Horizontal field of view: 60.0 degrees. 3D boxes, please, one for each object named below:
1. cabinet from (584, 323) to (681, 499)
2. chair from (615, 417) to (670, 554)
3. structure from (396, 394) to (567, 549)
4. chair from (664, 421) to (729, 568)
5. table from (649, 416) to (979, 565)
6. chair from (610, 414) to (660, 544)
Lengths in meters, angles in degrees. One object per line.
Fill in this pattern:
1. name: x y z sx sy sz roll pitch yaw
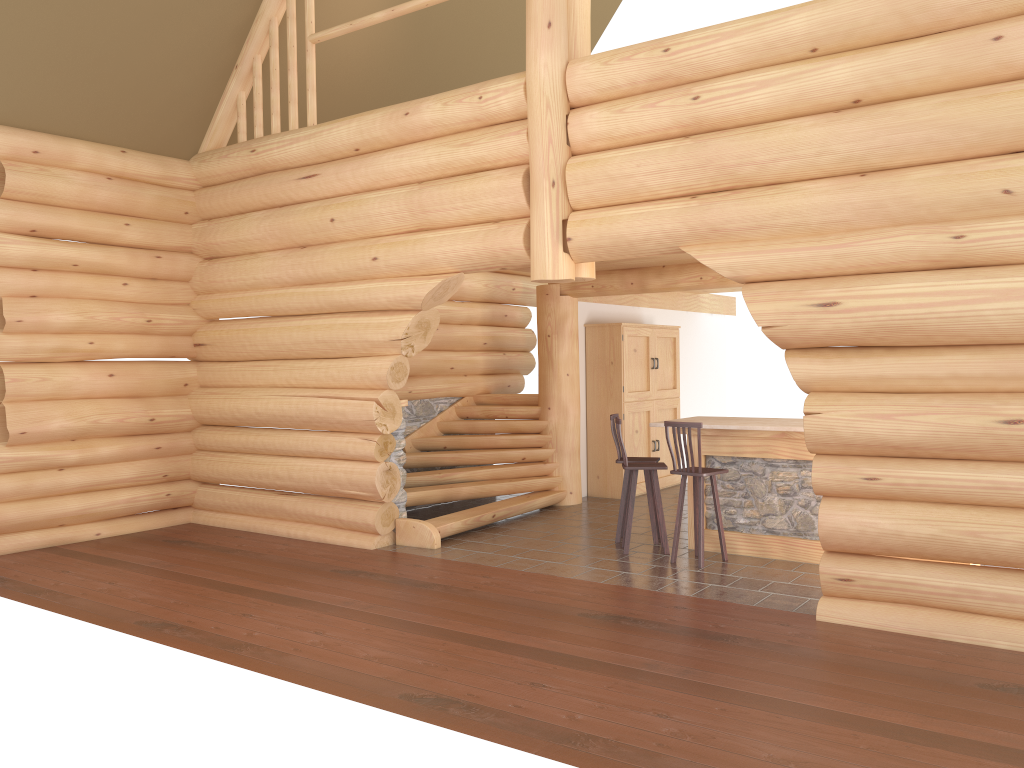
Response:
1. cabinet: 1.818 0.346 12.943 0.670 2.403 1.847 0 2 36
2. chair: 1.283 0.992 8.773 0.504 1.319 0.406 -1 1 4
3. structure: -0.742 0.816 11.030 1.951 1.643 3.604 0 2 30
4. chair: 1.719 0.998 8.243 0.504 1.319 0.406 -2 2 -44
5. table: 3.037 1.003 8.460 3.220 1.257 1.196 0 2 36
6. chair: 1.295 0.980 9.294 0.504 1.319 0.406 -1 1 16
